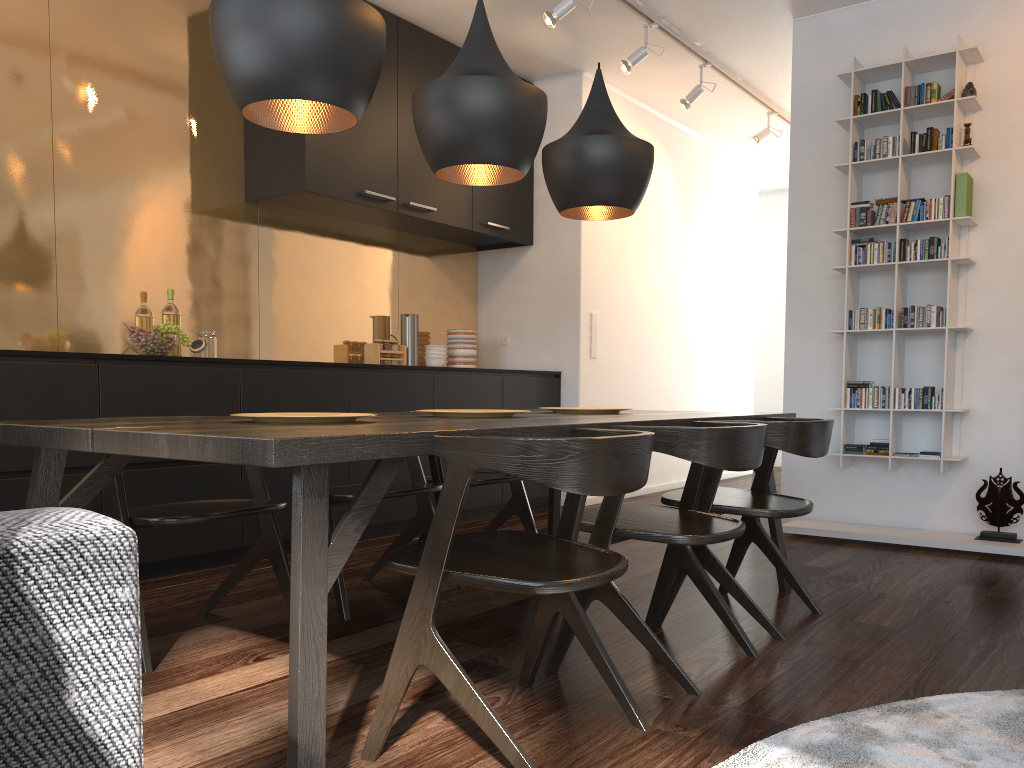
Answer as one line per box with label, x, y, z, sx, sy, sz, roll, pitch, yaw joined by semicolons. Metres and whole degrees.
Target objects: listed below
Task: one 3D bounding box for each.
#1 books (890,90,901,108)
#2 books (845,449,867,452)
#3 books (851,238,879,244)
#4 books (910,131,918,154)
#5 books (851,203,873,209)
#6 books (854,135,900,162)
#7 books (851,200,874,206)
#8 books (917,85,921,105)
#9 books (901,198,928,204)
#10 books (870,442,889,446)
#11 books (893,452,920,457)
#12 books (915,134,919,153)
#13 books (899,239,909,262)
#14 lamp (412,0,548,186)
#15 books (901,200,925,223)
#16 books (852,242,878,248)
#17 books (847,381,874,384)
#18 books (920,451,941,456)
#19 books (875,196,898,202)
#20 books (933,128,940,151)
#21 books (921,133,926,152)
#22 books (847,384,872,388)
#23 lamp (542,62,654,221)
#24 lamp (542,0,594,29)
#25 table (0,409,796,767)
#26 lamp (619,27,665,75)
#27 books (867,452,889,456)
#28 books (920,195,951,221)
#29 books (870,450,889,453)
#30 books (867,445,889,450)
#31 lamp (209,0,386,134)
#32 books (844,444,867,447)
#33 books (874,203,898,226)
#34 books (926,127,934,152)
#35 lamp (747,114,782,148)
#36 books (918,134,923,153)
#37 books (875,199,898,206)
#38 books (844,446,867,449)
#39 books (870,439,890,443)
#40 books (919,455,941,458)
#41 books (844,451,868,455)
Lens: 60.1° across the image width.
books;1.904;-1.397;4.371;0.057;0.099;0.069;2;3;36
books;1.777;0.341;4.571;0.092;0.014;0.069;0;0;36
books;1.810;-0.728;4.532;0.111;0.022;0.096;0;0;36
books;1.972;-1.173;4.332;0.023;0.108;0.069;3;4;36
books;1.783;-0.901;4.504;0.092;0.014;0.069;0;0;36
books;1.852;-1.176;4.456;0.221;0.113;0.108;1;2;36
books;1.784;-0.915;4.498;0.093;0.014;0.069;0;0;41
books;1.994;-1.397;4.321;0.012;0.108;0.069;3;4;36
books;1.982;-0.901;4.355;0.107;0.008;0.069;0;-1;36
books;1.877;0.304;4.496;0.092;0.014;0.069;0;0;36
books;1.992;0.356;4.458;0.111;0.012;0.093;0;-1;36
books;1.988;-1.166;4.325;0.014;0.092;0.069;3;3;36
books;1.952;-0.659;4.401;0.029;0.116;0.074;3;4;36
lamp;-0.097;-0.906;2.677;0.411;0.543;0.409;1;2;12
books;1.980;-0.844;4.367;0.088;0.108;0.096;2;2;36
books;1.810;-0.712;4.529;0.111;0.012;0.093;0;-1;36
books;1.805;-0.008;4.571;0.111;0.012;0.093;0;-1;36
books;2.073;0.343;4.366;0.093;0.014;0.069;0;0;41
books;1.888;-0.920;4.426;0.111;0.014;0.093;0;0;36
books;2.052;-1.174;4.279;0.016;0.108;0.069;3;4;36
books;2.012;-1.166;4.305;0.020;0.093;0.069;3;3;36
books;1.793;0.009;4.560;0.107;0.023;0.069;0;0;36
lamp;0.315;-0.899;3.240;0.411;0.543;0.409;0;2;-6
lamp;0.271;-1.838;4.255;0.250;0.241;0.085;1;3;7
table;-0.081;0.440;2.746;1.105;0.681;2.497;1;0;36
lamp;0.713;-1.830;4.863;0.250;0.241;0.085;1;3;12
books;1.872;0.356;4.505;0.107;0.016;0.069;0;0;36
books;2.074;-0.848;4.310;0.136;0.113;0.122;1;2;36
books;1.877;0.341;4.498;0.092;0.014;0.069;0;0;36
books;1.869;0.323;4.500;0.107;0.023;0.069;0;0;36
lamp;-0.508;-0.913;2.114;0.411;0.543;0.409;-1;2;-20
books;1.780;0.317;4.567;0.107;0.009;0.069;0;-1;36
books;1.888;-0.844;4.438;0.114;0.108;0.096;1;2;36
books;2.032;-1.178;4.291;0.029;0.116;0.074;3;4;36
lamp;1.811;-1.812;6.342;0.250;0.241;0.085;0;3;-12
books;1.999;-1.165;4.316;0.014;0.092;0.069;3;3;36
books;1.881;-0.906;4.420;0.107;0.018;0.069;0;0;36
books;1.775;0.327;4.570;0.092;0.015;0.069;0;0;36
books;1.878;0.289;4.496;0.092;0.014;0.069;0;0;36
books;2.072;0.356;4.372;0.092;0.014;0.069;0;0;36
books;1.777;0.355;4.571;0.098;0.015;0.074;0;0;36
